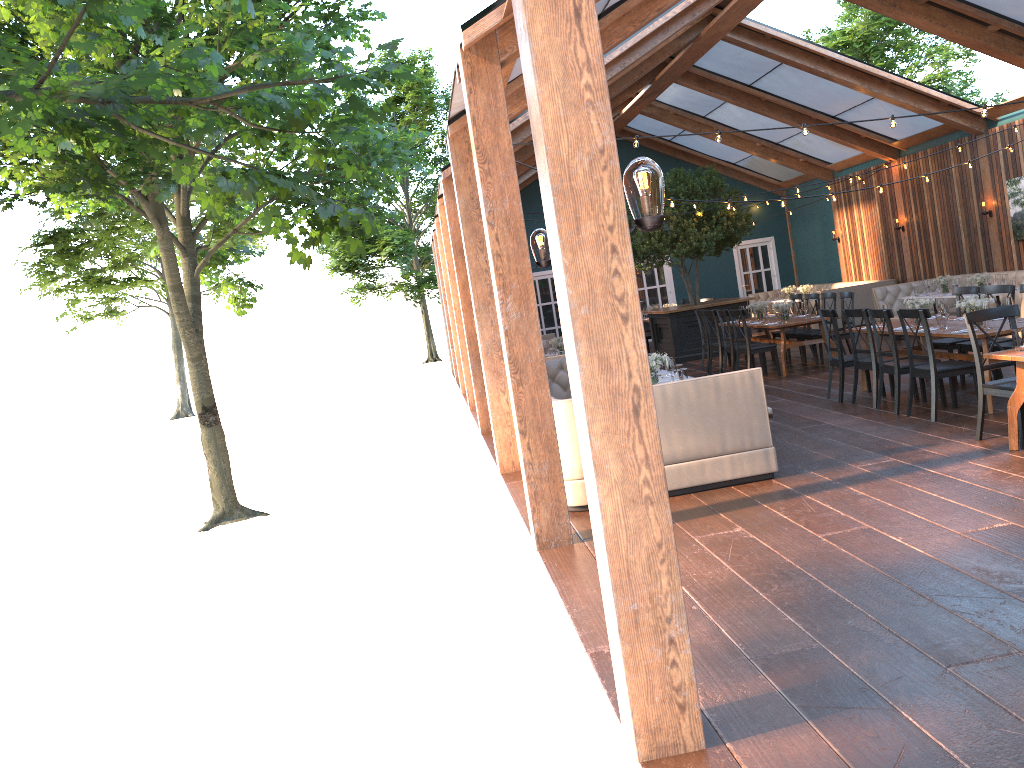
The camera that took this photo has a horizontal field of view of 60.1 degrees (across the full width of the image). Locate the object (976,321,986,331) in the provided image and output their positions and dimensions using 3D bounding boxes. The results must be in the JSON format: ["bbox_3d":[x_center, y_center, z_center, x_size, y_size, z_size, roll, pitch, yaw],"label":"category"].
[{"bbox_3d":[4.259,-0.562,8.044,0.091,0.158,0.092,-8,3,21],"label":"object"}]

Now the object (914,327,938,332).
[{"bbox_3d":[4.128,-0.543,8.775,0.255,0.019,0.158,-9,6,-5],"label":"object"}]

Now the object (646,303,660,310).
[{"bbox_3d":[3.256,-1.676,20.174,0.329,0.309,0.337,-9,4,-7],"label":"object"}]

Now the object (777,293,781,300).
[{"bbox_3d":[6.203,-2.028,20.532,0.092,0.158,0.092,-10,3,-19],"label":"object"}]

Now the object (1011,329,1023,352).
[{"bbox_3d":[3.691,-0.317,6.430,0.091,0.158,0.092,-8,3,21],"label":"object"}]

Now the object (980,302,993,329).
[{"bbox_3d":[4.355,-0.627,8.115,0.092,0.244,0.093,-7,3,37],"label":"object"}]

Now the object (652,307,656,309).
[{"bbox_3d":[3.187,-1.595,19.803,0.092,0.244,0.093,-7,3,37],"label":"object"}]

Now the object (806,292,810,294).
[{"bbox_3d":[6.357,-1.899,18.970,0.092,0.158,0.092,-10,3,-19],"label":"object"}]

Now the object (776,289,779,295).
[{"bbox_3d":[6.264,-2.112,20.845,0.092,0.244,0.093,-7,3,37],"label":"object"}]

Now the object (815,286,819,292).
[{"bbox_3d":[6.649,-2.012,19.230,0.092,0.244,0.093,-7,3,43],"label":"object"}]

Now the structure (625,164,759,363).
[{"bbox_3d":[3.447,-2.389,17.201,2.713,3.688,2.862,-9,3,3],"label":"structure"}]

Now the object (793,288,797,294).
[{"bbox_3d":[6.347,-2.025,19.834,0.092,0.244,0.093,-7,3,43],"label":"object"}]

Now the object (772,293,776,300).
[{"bbox_3d":[6.198,-2.066,20.928,0.092,0.158,0.092,-10,3,-19],"label":"object"}]

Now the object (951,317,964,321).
[{"bbox_3d":[4.730,-0.690,9.329,0.255,0.019,0.158,-9,6,-5],"label":"object"}]

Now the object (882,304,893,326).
[{"bbox_3d":[4.166,-0.765,9.817,0.092,0.244,0.093,-7,3,43],"label":"object"}]

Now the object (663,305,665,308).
[{"bbox_3d":[3.469,-1.654,19.956,0.092,0.244,0.093,-7,3,37],"label":"object"}]

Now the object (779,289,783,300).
[{"bbox_3d":[6.276,-2.090,20.604,0.092,0.244,0.093,-7,3,37],"label":"object"}]

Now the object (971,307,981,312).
[{"bbox_3d":[4.708,-0.722,8.972,0.091,0.158,0.092,-8,3,21],"label":"object"}]

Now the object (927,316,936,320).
[{"bbox_3d":[4.689,-0.742,9.924,0.255,0.019,0.158,-9,6,-5],"label":"object"}]

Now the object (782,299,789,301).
[{"bbox_3d":[6.220,-1.900,19.917,0.255,0.019,0.158,-9,6,-5],"label":"object"}]

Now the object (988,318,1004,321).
[{"bbox_3d":[4.799,-0.650,8.807,0.255,0.019,0.158,-9,6,-5],"label":"object"}]

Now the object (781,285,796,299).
[{"bbox_3d":[6.395,-2.123,20.417,0.338,0.309,0.328,-12,5,-40],"label":"object"}]

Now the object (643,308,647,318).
[{"bbox_3d":[3.080,-1.635,20.368,0.092,0.244,0.093,-7,3,37],"label":"object"}]

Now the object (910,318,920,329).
[{"bbox_3d":[4.166,-0.654,9.144,0.091,0.158,0.092,-8,3,21],"label":"object"}]

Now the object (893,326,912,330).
[{"bbox_3d":[4.112,-0.591,9.300,0.255,0.019,0.158,-9,6,-5],"label":"object"}]

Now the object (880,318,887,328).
[{"bbox_3d":[4.094,-0.702,9.728,0.091,0.158,0.092,-6,4,41],"label":"object"}]

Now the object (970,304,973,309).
[{"bbox_3d":[4.624,-0.744,8.882,0.092,0.244,0.093,-7,3,37],"label":"object"}]

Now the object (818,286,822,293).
[{"bbox_3d":[6.623,-1.985,18.996,0.092,0.244,0.093,-7,3,43],"label":"object"}]

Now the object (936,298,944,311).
[{"bbox_3d":[4.555,-0.783,9.392,0.092,0.244,0.093,-7,3,37],"label":"object"}]

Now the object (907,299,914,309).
[{"bbox_3d":[4.516,-0.835,9.981,0.092,0.244,0.093,-7,3,43],"label":"object"}]

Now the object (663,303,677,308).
[{"bbox_3d":[3.426,-1.602,19.154,0.328,0.309,0.338,-8,4,10],"label":"object"}]

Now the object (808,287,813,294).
[{"bbox_3d":[6.431,-1.960,19.042,0.092,0.244,0.093,-7,3,43],"label":"object"}]

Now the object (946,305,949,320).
[{"bbox_3d":[4.640,-0.762,9.485,0.091,0.158,0.092,-8,3,21],"label":"object"}]

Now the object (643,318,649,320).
[{"bbox_3d":[3.017,-1.463,19.880,0.255,0.019,0.158,-9,6,-5],"label":"object"}]

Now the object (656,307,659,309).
[{"bbox_3d":[3.174,-1.537,19.227,0.092,0.244,0.093,-7,3,43],"label":"object"}]

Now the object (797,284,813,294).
[{"bbox_3d":[6.493,-2.057,19.590,0.335,0.309,0.331,-6,5,37],"label":"object"}]

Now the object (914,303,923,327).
[{"bbox_3d":[4.239,-0.716,9.216,0.092,0.244,0.093,-7,3,37],"label":"object"}]

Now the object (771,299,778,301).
[{"bbox_3d":[6.149,-1.965,20.687,0.255,0.019,0.158,-9,6,-5],"label":"object"}]

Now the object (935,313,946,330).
[{"bbox_3d":[4.181,-0.607,8.619,0.091,0.158,0.092,-8,3,21],"label":"object"}]

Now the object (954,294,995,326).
[{"bbox_3d":[4.456,-0.713,8.491,0.331,0.309,0.335,-12,5,-38],"label":"object"}]

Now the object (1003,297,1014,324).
[{"bbox_3d":[4.660,-0.691,8.287,0.092,0.244,0.093,-7,3,37],"label":"object"}]

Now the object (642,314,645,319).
[{"bbox_3d":[3.007,-1.573,20.296,0.091,0.158,0.092,-8,3,21],"label":"object"}]

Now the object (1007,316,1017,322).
[{"bbox_3d":[4.729,-0.667,8.377,0.091,0.158,0.092,-8,3,21],"label":"object"}]

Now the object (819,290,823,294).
[{"bbox_3d":[6.736,-1.990,19.305,0.092,0.158,0.092,-10,3,-19],"label":"object"}]

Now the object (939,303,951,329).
[{"bbox_3d":[4.255,-0.669,8.691,0.092,0.244,0.093,-7,3,37],"label":"object"}]

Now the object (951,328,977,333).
[{"bbox_3d":[4.217,-0.500,8.192,0.255,0.019,0.158,-9,6,-5],"label":"object"}]

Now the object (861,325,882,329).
[{"bbox_3d":[4.039,-0.640,9.894,0.255,0.019,0.158,-9,6,-5],"label":"object"}]

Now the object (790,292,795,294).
[{"bbox_3d":[6.273,-1.964,19.762,0.092,0.158,0.092,-10,3,-19],"label":"object"}]

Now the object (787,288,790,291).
[{"bbox_3d":[6.492,-2.140,20.773,0.092,0.244,0.093,-7,3,37],"label":"object"}]

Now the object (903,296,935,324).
[{"bbox_3d":[4.399,-0.807,9.542,0.328,0.309,0.338,-7,4,29],"label":"object"}]
